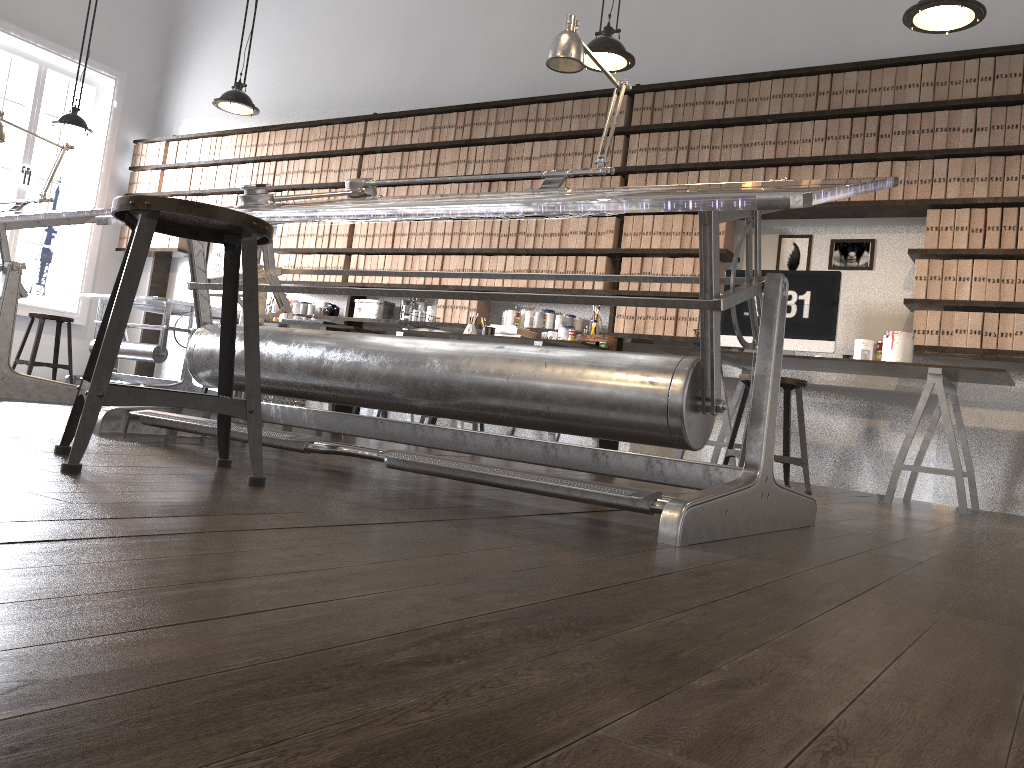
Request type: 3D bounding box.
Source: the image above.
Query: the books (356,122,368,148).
[{"bbox_3d":[-1.176,-1.996,7.206,0.067,0.226,0.173,4,-5,33],"label":"books"}]

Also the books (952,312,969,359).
[{"bbox_3d":[2.380,-0.257,4.680,0.067,0.226,0.173,4,-5,33],"label":"books"}]

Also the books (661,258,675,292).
[{"bbox_3d":[1.017,-0.672,5.612,0.067,0.226,0.173,4,-5,33],"label":"books"}]

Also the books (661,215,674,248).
[{"bbox_3d":[1.022,-0.948,5.652,0.067,0.226,0.173,4,-5,33],"label":"books"}]

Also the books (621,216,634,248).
[{"bbox_3d":[0.793,-0.971,5.804,0.067,0.226,0.173,4,-5,33],"label":"books"}]

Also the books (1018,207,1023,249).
[{"bbox_3d":[2.667,-0.784,4.586,0.067,0.226,0.173,4,-5,33],"label":"books"}]

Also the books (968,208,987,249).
[{"bbox_3d":[2.480,-0.802,4.710,0.067,0.226,0.173,4,-5,33],"label":"books"}]

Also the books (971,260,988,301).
[{"bbox_3d":[2.470,-0.527,4.663,0.067,0.226,0.173,4,-5,33],"label":"books"}]

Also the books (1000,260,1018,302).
[{"bbox_3d":[2.581,-0.516,4.597,0.067,0.226,0.173,4,-5,33],"label":"books"}]

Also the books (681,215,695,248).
[{"bbox_3d":[1.135,-0.937,5.581,0.067,0.226,0.173,4,-5,33],"label":"books"}]

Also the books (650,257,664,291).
[{"bbox_3d":[0.955,-0.678,5.647,0.067,0.226,0.173,4,-5,33],"label":"books"}]

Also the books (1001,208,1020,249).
[{"bbox_3d":[2.605,-0.790,4.629,0.067,0.226,0.173,4,-5,33],"label":"books"}]

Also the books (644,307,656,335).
[{"bbox_3d":[0.914,-0.404,5.631,0.067,0.226,0.173,4,-5,33],"label":"books"}]

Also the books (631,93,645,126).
[{"bbox_3d":[0.870,-1.791,5.889,0.067,0.226,0.173,4,-5,33],"label":"books"}]

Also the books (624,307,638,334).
[{"bbox_3d":[0.798,-0.415,5.700,0.067,0.226,0.173,4,-5,33],"label":"books"}]

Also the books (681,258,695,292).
[{"bbox_3d":[1.130,-0.661,5.532,0.067,0.227,0.173,4,-5,33],"label":"books"}]

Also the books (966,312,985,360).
[{"bbox_3d":[2.434,-0.252,4.642,0.067,0.227,0.173,4,-5,33],"label":"books"}]

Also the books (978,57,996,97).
[{"bbox_3d":[2.567,-1.622,4.782,0.067,0.226,0.173,4,-5,33],"label":"books"}]

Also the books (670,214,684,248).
[{"bbox_3d":[1.076,-0.943,5.612,0.067,0.227,0.173,4,-5,33],"label":"books"}]

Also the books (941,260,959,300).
[{"bbox_3d":[2.355,-0.538,4.747,0.067,0.226,0.173,4,-5,33],"label":"books"}]

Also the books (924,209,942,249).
[{"bbox_3d":[2.301,-0.820,4.825,0.067,0.226,0.173,4,-5,33],"label":"books"}]

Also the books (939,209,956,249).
[{"bbox_3d":[2.361,-0.814,4.787,0.067,0.226,0.173,4,-5,33],"label":"books"}]

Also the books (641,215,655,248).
[{"bbox_3d":[0.907,-0.960,5.723,0.067,0.227,0.173,4,-5,33],"label":"books"}]

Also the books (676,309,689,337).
[{"bbox_3d":[1.095,-0.385,5.516,0.067,0.226,0.173,4,-5,33],"label":"books"}]

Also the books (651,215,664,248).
[{"bbox_3d":[0.969,-0.953,5.685,0.067,0.226,0.173,4,-5,33],"label":"books"}]

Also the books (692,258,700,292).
[{"bbox_3d":[1.188,-0.655,5.499,0.067,0.226,0.173,4,-5,33],"label":"books"}]

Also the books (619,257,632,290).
[{"bbox_3d":[0.773,-0.696,5.770,0.067,0.226,0.173,4,-5,33],"label":"books"}]

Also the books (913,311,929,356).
[{"bbox_3d":[2.216,-0.273,4.789,0.067,0.226,0.173,4,-5,33],"label":"books"}]

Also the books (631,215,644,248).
[{"bbox_3d":[0.850,-0.965,5.764,0.067,0.226,0.173,4,-5,33],"label":"books"}]

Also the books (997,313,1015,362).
[{"bbox_3d":[2.555,-0.239,4.571,0.067,0.226,0.173,4,-5,33],"label":"books"}]

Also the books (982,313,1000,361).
[{"bbox_3d":[2.495,-0.245,4.607,0.067,0.226,0.173,4,-5,33],"label":"books"}]

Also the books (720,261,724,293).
[{"bbox_3d":[1.240,-0.650,5.464,0.067,0.226,0.173,4,-5,33],"label":"books"}]

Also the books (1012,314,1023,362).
[{"bbox_3d":[2.606,-0.235,4.530,0.067,0.227,0.173,4,-5,33],"label":"books"}]

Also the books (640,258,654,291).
[{"bbox_3d":[0.898,-0.684,5.689,0.067,0.226,0.173,4,-5,33],"label":"books"}]

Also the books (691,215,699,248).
[{"bbox_3d":[1.195,-0.931,5.542,0.067,0.226,0.173,4,-5,33],"label":"books"}]

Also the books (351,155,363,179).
[{"bbox_3d":[-1.215,-1.721,7.187,0.067,0.227,0.173,4,-5,33],"label":"books"}]

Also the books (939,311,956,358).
[{"bbox_3d":[2.328,-0.262,4.715,0.067,0.226,0.173,4,-5,33],"label":"books"}]

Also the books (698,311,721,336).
[{"bbox_3d":[1.214,-0.374,5.439,0.067,0.226,0.173,4,-5,33],"label":"books"}]

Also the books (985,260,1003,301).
[{"bbox_3d":[2.525,-0.521,4.627,0.067,0.227,0.173,4,-5,33],"label":"books"}]

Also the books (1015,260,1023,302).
[{"bbox_3d":[2.640,-0.510,4.560,0.067,0.226,0.173,4,-5,33],"label":"books"}]

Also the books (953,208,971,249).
[{"bbox_3d":[2.418,-0.809,4.745,0.067,0.226,0.173,4,-5,33],"label":"books"}]

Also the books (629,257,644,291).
[{"bbox_3d":[0.832,-0.691,5.725,0.067,0.227,0.173,4,-5,33],"label":"books"}]

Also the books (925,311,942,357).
[{"bbox_3d":[2.270,-0.268,4.748,0.067,0.227,0.173,4,-5,33],"label":"books"}]

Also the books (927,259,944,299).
[{"bbox_3d":[2.295,-0.544,4.783,0.067,0.226,0.173,4,-5,33],"label":"books"}]

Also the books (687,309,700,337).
[{"bbox_3d":[1.152,-0.380,5.474,0.067,0.226,0.173,4,-5,33],"label":"books"}]

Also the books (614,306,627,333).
[{"bbox_3d":[0.739,-0.421,5.743,0.067,0.226,0.173,4,-5,33],"label":"books"}]

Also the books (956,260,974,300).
[{"bbox_3d":[2.411,-0.533,4.706,0.067,0.226,0.173,4,-5,33],"label":"books"}]

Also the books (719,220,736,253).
[{"bbox_3d":[1.314,-0.919,5.465,0.067,0.226,0.173,4,-5,33],"label":"books"}]

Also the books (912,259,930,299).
[{"bbox_3d":[2.234,-0.551,4.818,0.067,0.227,0.173,4,-5,33],"label":"books"}]

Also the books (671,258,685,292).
[{"bbox_3d":[1.076,-0.666,5.573,0.067,0.226,0.173,4,-5,33],"label":"books"}]

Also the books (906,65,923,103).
[{"bbox_3d":[2.271,-1.651,4.978,0.067,0.226,0.173,4,-5,33],"label":"books"}]

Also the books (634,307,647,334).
[{"bbox_3d":[0.858,-0.409,5.661,0.067,0.227,0.173,4,-5,33],"label":"books"}]

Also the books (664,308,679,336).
[{"bbox_3d":[1.029,-0.392,5.552,0.067,0.227,0.173,4,-5,33],"label":"books"}]

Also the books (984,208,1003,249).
[{"bbox_3d":[2.540,-0.796,4.665,0.067,0.227,0.173,4,-5,33],"label":"books"}]

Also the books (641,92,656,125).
[{"bbox_3d":[0.929,-1.785,5.844,0.067,0.227,0.173,4,-5,33],"label":"books"}]

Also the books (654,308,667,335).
[{"bbox_3d":[0.970,-0.398,5.597,0.067,0.226,0.173,4,-5,33],"label":"books"}]
